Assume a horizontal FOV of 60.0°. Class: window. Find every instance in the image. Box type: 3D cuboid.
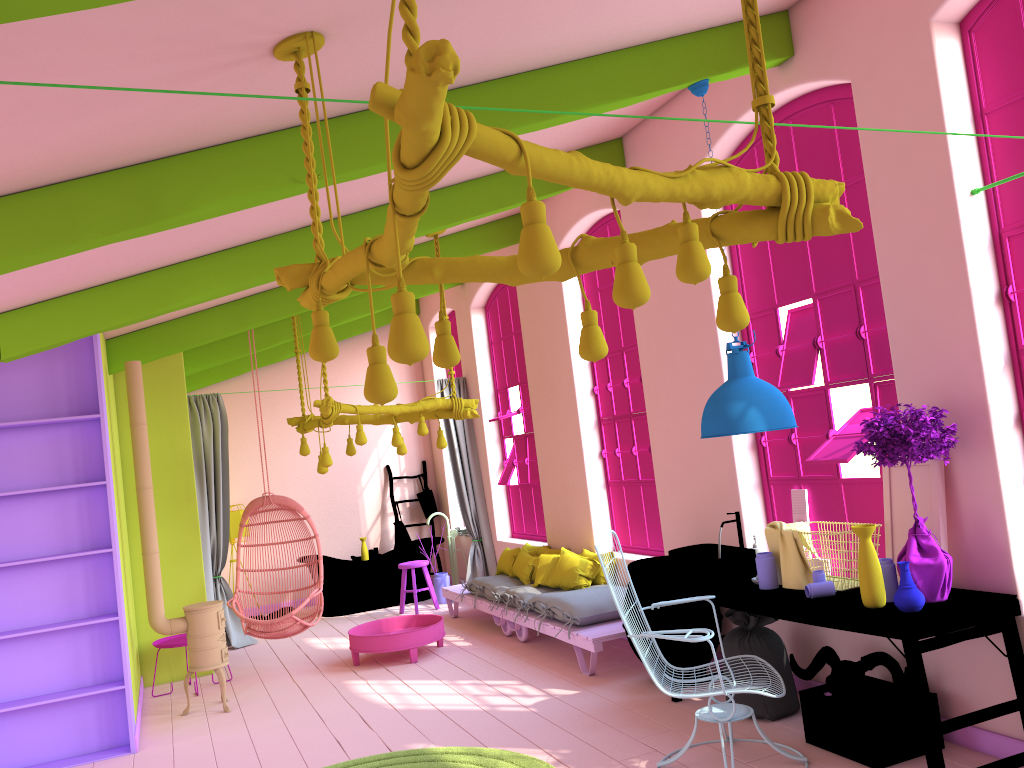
[{"bbox_3d":[2.608,-0.501,3.738,0.072,3.045,1.276,-5,-4,-22],"label":"window"},{"bbox_3d":[1.002,-0.008,7.788,0.072,3.045,1.276,-5,-4,-22],"label":"window"},{"bbox_3d":[0.104,0.277,10.057,0.551,3.007,1.515,-5,-4,-22],"label":"window"},{"bbox_3d":[-0.597,0.483,11.823,0.072,3.045,1.276,-5,-4,-22],"label":"window"},{"bbox_3d":[1.910,-0.277,5.514,0.492,3.001,1.499,-5,-4,-22],"label":"window"}]

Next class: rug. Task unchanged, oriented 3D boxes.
[{"bbox_3d":[-0.636,2.154,4.406,1.888,0.050,1.891,-4,-5,-35],"label":"rug"}]

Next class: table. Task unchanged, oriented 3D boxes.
[{"bbox_3d":[-1.053,2.361,8.175,0.885,0.285,0.886,-7,-4,4],"label":"table"},{"bbox_3d":[1.699,1.522,4.948,0.655,0.820,2.195,-5,-4,-22],"label":"table"},{"bbox_3d":[-2.839,2.463,7.837,0.596,0.458,0.596,-8,-4,15],"label":"table"}]

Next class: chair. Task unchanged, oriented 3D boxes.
[{"bbox_3d":[-2.301,0.789,8.235,0.860,3.127,0.807,-7,-4,-2],"label":"chair"},{"bbox_3d":[-1.139,2.381,10.362,0.447,0.592,0.472,-10,-5,37],"label":"chair"},{"bbox_3d":[0.982,1.379,4.639,0.925,1.237,1.079,-8,-4,13],"label":"chair"}]

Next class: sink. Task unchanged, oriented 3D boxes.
[{"bbox_3d":[1.245,1.124,5.514,0.340,0.194,0.610,-5,-4,-22],"label":"sink"}]

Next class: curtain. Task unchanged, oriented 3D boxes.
[{"bbox_3d":[-3.242,1.463,9.695,0.518,2.783,0.525,-4,-5,-41],"label":"curtain"},{"bbox_3d":[-0.520,1.272,10.787,0.518,2.783,0.525,-7,-4,-3],"label":"curtain"}]

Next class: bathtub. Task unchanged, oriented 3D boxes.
[{"bbox_3d":[-1.742,2.448,11.313,1.888,0.739,0.827,-5,-4,-22],"label":"bathtub"}]

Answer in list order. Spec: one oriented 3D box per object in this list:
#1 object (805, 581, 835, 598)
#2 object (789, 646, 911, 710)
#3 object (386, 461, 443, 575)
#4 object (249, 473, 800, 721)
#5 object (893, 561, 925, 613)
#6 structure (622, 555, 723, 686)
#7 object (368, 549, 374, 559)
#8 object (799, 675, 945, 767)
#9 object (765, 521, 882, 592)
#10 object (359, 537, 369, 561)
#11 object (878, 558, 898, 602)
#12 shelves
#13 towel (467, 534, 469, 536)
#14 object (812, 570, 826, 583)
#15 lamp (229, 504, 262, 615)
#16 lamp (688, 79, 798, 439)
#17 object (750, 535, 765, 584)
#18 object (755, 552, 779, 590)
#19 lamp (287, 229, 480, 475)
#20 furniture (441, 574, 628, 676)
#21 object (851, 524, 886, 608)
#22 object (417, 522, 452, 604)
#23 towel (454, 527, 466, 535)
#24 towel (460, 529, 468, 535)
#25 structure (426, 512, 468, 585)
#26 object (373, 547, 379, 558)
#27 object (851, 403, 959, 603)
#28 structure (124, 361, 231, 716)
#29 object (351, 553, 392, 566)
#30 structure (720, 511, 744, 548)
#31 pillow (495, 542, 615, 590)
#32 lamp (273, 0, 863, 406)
[{"bbox_3d":[1.612,1.079,4.646,0.137,0.076,0.076,-7,-4,-2],"label":"object"},{"bbox_3d":[1.836,1.674,4.794,0.673,0.447,0.300,-11,-5,43],"label":"object"},{"bbox_3d":[-1.340,1.968,12.319,0.603,1.763,0.410,-5,-4,-22],"label":"object"},{"bbox_3d":[-0.985,1.724,8.465,2.826,1.579,7.873,-5,-4,-21],"label":"object"},{"bbox_3d":[1.800,0.923,4.039,0.132,0.219,0.132,-7,-4,-5],"label":"object"},{"bbox_3d":[1.145,1.682,6.345,0.718,0.844,0.718,-10,-5,35],"label":"structure"},{"bbox_3d":[-1.763,2.162,11.125,0.069,0.170,0.069,-7,-4,-3],"label":"object"},{"bbox_3d":[1.870,1.753,4.642,0.446,0.277,0.522,-5,-4,-22],"label":"object"},{"bbox_3d":[1.710,0.946,4.989,0.444,0.369,0.634,-5,-4,-22],"label":"object"},{"bbox_3d":[-1.875,2.113,11.265,0.097,0.320,0.097,-6,-4,-11],"label":"object"},{"bbox_3d":[1.826,0.957,4.336,0.109,0.197,0.109,-8,-4,15],"label":"object"},{"bbox_3d":[-3.661,1.104,5.952,1.841,3.102,0.385,-5,-4,-22],"label":"shelves"},{"bbox_3d":[-0.433,1.898,11.427,0.262,0.102,0.248,-5,-5,-26],"label":"towel"},{"bbox_3d":[1.642,1.058,4.732,0.065,0.118,0.065,-9,-4,26],"label":"object"},{"bbox_3d":[-3.554,2.280,11.292,0.491,1.465,0.477,-7,-4,8],"label":"lamp"},{"bbox_3d":[1.187,-0.720,4.959,0.529,2.000,0.529,-7,-4,9],"label":"lamp"},{"bbox_3d":[1.520,1.056,5.378,0.165,0.249,0.411,-8,-4,13],"label":"object"},{"bbox_3d":[1.456,1.065,5.067,0.109,0.197,0.109,-5,-4,-30],"label":"object"},{"bbox_3d":[-1.498,-0.330,8.256,1.610,2.263,1.777,-4,-5,-40],"label":"lamp"},{"bbox_3d":[0.232,2.112,8.402,0.907,0.507,3.780,-5,-4,-22],"label":"furniture"},{"bbox_3d":[1.700,0.866,4.221,0.116,0.382,0.116,-10,-5,42],"label":"object"},{"bbox_3d":[-0.919,2.187,10.842,0.452,0.987,0.277,-8,-4,22],"label":"object"},{"bbox_3d":[-0.628,1.958,11.924,0.262,0.102,0.248,-5,-4,-21],"label":"towel"},{"bbox_3d":[-0.530,1.928,11.676,0.247,0.102,0.263,-4,-5,-31],"label":"towel"},{"bbox_3d":[-0.831,2.210,11.680,0.452,1.061,0.254,-8,-4,21],"label":"structure"},{"bbox_3d":[-1.731,2.172,11.313,0.069,0.170,0.069,-7,-4,-3],"label":"object"},{"bbox_3d":[1.933,0.562,4.288,0.503,0.950,0.441,-9,-4,28],"label":"object"},{"bbox_3d":[-2.650,1.203,7.143,0.577,2.812,0.403,-7,-4,-5],"label":"structure"},{"bbox_3d":[-1.798,2.241,11.315,0.360,0.068,1.325,-5,-5,-22],"label":"object"},{"bbox_3d":[1.396,1.013,5.614,0.166,0.396,0.087,-6,-4,-13],"label":"structure"},{"bbox_3d":[0.314,1.747,8.564,0.577,0.399,1.999,-5,-4,-22],"label":"pillow"},{"bbox_3d":[-0.174,-1.086,2.864,1.610,2.263,1.777,-4,-5,-40],"label":"lamp"}]
